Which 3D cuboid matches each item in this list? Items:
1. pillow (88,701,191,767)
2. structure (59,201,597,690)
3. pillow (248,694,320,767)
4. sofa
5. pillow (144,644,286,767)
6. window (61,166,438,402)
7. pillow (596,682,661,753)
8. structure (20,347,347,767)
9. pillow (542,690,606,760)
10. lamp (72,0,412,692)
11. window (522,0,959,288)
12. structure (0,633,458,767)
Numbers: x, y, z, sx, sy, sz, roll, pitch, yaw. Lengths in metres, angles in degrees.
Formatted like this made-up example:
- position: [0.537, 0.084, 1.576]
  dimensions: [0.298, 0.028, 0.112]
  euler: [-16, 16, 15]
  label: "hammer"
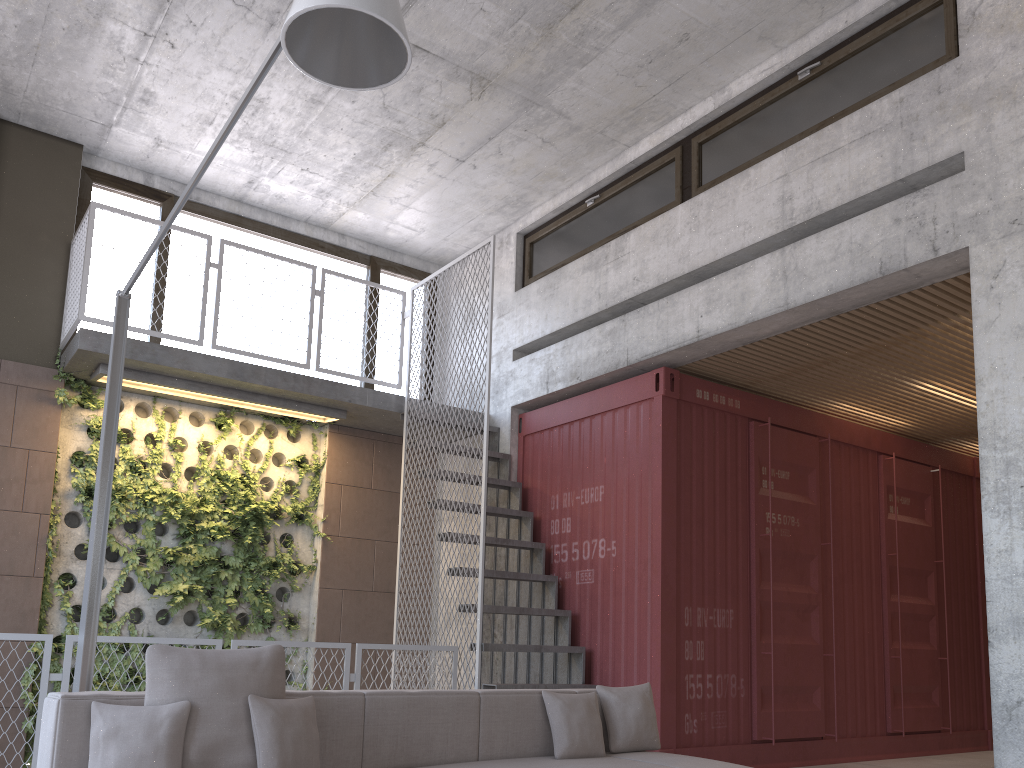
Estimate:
- position: [-1.389, 1.358, 3.240]
  dimensions: [0.369, 0.367, 0.155]
  euler: [2, -10, -2]
  label: "pillow"
- position: [-1.538, 0.981, 7.069]
  dimensions: [3.728, 4.200, 3.087]
  euler: [10, -14, -34]
  label: "structure"
- position: [-0.896, 1.426, 3.501]
  dimensions: [0.170, 0.362, 0.386]
  euler: [-4, -14, 27]
  label: "pillow"
- position: [0.205, 1.550, 3.086]
  dimensions: [3.035, 0.764, 3.068]
  euler: [13, -19, -33]
  label: "sofa"
- position: [-1.164, 1.300, 3.453]
  dimensions: [0.570, 0.542, 0.225]
  euler: [10, -13, -33]
  label: "pillow"
- position: [-2.315, -0.671, 8.467]
  dimensions: [3.612, 1.702, 0.111]
  euler: [13, -13, -35]
  label: "window"
- position: [0.641, 1.806, 4.758]
  dimensions: [0.366, 0.357, 0.191]
  euler: [9, -13, -30]
  label: "pillow"
- position: [-2.685, 1.666, 7.552]
  dimensions: [2.658, 3.720, 1.020]
  euler: [10, -12, -35]
  label: "structure"
- position: [0.332, 1.759, 4.511]
  dimensions: [0.375, 0.349, 0.189]
  euler: [11, -14, -35]
  label: "pillow"
- position: [-1.316, 0.358, 3.674]
  dimensions: [2.657, 3.334, 0.767]
  euler: [-9, -14, 42]
  label: "lamp"
- position: [2.550, -2.098, 5.121]
  dimensions: [0.114, 0.591, 8.598]
  euler: [8, -17, -34]
  label: "window"
- position: [-2.781, 2.226, 6.101]
  dimensions: [4.484, 0.909, 1.962]
  euler: [13, -19, -34]
  label: "structure"
